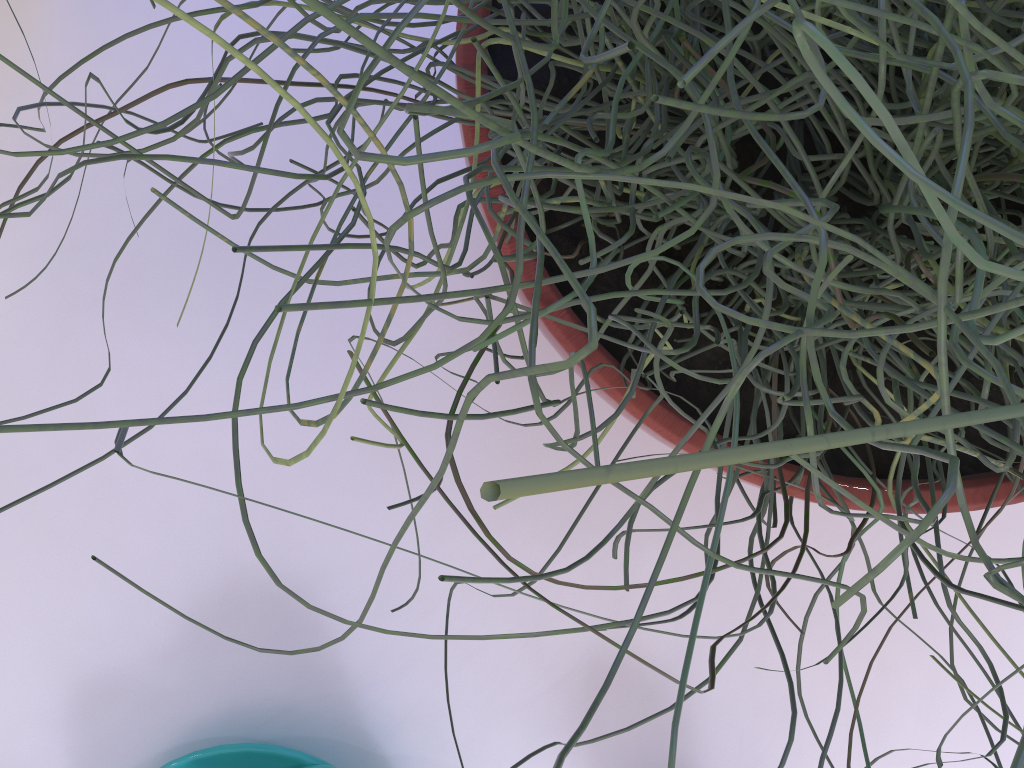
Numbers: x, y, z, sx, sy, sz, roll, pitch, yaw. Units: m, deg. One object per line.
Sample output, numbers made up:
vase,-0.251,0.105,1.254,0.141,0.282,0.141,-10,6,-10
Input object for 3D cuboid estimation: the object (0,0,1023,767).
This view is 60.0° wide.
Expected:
object,0.121,-0.093,0.166,0.668,0.367,0.531,25,90,0

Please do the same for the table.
table,-0.126,-0.067,0.641,1.514,0.619,0.736,0,90,0

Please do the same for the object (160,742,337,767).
object,-0.093,0.187,0.321,0.121,0.021,0.121,41,90,0

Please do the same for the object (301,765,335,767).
object,-0.072,0.178,0.288,0.069,0.059,0.082,-22,90,0
